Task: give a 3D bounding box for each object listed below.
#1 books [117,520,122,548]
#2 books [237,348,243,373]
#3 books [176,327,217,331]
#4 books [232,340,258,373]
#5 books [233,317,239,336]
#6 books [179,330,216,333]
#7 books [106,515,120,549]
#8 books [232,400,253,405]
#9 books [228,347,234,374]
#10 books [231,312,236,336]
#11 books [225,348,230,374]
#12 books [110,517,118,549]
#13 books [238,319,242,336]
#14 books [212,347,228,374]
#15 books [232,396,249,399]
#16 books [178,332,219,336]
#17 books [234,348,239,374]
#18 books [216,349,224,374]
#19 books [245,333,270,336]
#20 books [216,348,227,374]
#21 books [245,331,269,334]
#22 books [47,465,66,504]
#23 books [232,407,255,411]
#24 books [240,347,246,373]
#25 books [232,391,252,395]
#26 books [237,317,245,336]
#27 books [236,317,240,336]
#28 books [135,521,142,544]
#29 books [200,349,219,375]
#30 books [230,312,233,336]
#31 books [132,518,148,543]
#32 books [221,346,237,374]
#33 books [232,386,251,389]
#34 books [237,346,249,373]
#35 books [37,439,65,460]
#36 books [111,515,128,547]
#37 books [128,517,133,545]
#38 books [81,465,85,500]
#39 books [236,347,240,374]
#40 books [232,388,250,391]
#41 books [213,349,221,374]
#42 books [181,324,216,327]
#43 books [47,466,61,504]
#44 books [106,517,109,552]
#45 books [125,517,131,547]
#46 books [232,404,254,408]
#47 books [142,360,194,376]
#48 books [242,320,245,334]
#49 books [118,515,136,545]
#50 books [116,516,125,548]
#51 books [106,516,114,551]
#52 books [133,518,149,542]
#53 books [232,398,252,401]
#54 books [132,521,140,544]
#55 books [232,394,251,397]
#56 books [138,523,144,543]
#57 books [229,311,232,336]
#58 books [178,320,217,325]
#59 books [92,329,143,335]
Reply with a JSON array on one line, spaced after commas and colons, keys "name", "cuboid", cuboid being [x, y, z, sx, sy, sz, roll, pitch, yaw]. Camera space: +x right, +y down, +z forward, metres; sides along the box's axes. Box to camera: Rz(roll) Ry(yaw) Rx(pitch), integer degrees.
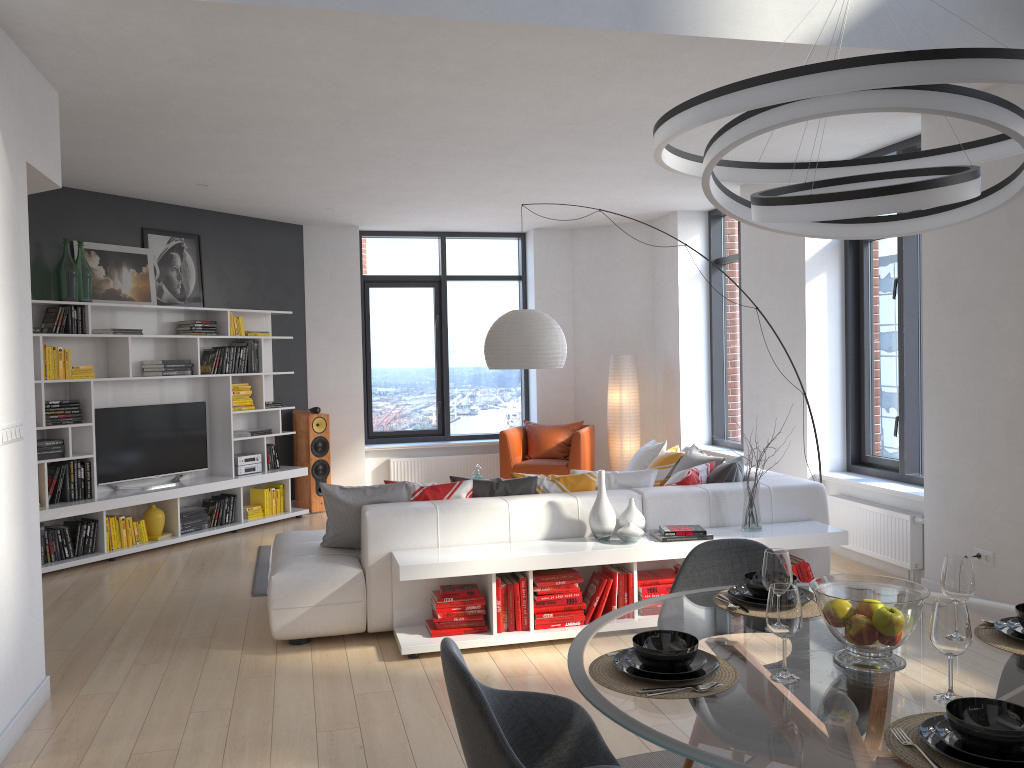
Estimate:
[{"name": "books", "cuboid": [-3.227, 1.210, 7.173, 0.156, 0.230, 0.042, 0, 2, 29]}, {"name": "books", "cuboid": [-2.625, -0.220, 8.379, 0.179, 0.243, 0.071, 0, 2, 30]}, {"name": "books", "cuboid": [-2.873, -0.501, 8.074, 0.214, 0.030, 0.284, 0, 2, 35]}, {"name": "books", "cuboid": [-2.573, -0.259, 8.544, 0.259, 0.321, 0.128, 0, 2, 31]}, {"name": "books", "cuboid": [-2.633, -0.537, 8.319, 0.132, 0.180, 0.054, 0, 2, 31]}, {"name": "books", "cuboid": [-2.857, -0.475, 8.061, 0.189, 0.020, 0.264, 0, 2, 30]}, {"name": "books", "cuboid": [-3.252, 1.192, 7.166, 0.202, 0.267, 0.038, 0, 2, 31]}, {"name": "books", "cuboid": [-2.630, 0.176, 8.447, 0.189, 0.042, 0.243, 0, 2, 31]}, {"name": "books", "cuboid": [-2.692, -0.219, 8.297, 0.191, 0.249, 0.084, 0, 2, 31]}, {"name": "books", "cuboid": [-2.668, -0.558, 8.303, 0.164, 0.224, 0.054, 0, 2, 30]}, {"name": "books", "cuboid": [-2.707, -0.213, 8.263, 0.179, 0.243, 0.068, 0, 2, 30]}, {"name": "books", "cuboid": [-3.269, 1.196, 7.140, 0.198, 0.258, 0.066, 0, 2, 31]}, {"name": "books", "cuboid": [-2.597, -0.528, 8.343, 0.108, 0.161, 0.046, 0, 2, 30]}, {"name": "books", "cuboid": [-2.726, -0.219, 8.243, 0.192, 0.254, 0.075, 0, 2, 30]}, {"name": "books", "cuboid": [-2.632, 0.130, 8.432, 0.145, 0.023, 0.217, 0, 2, 35]}, {"name": "books", "cuboid": [-2.853, -0.450, 8.061, 0.214, 0.030, 0.284, 0, 2, 35]}, {"name": "books", "cuboid": [-2.639, -0.216, 8.331, 0.172, 0.242, 0.069, 0, 2, 32]}, {"name": "books", "cuboid": [-2.744, -0.206, 8.187, 0.169, 0.233, 0.081, 0, 2, 30]}, {"name": "books", "cuboid": [-2.510, -0.472, 8.593, 0.194, 0.028, 0.257, 0, 2, 36]}, {"name": "books", "cuboid": [-2.716, -0.211, 8.210, 0.172, 0.242, 0.069, 0, 2, 32]}, {"name": "books", "cuboid": [-2.519, -0.497, 8.594, 0.203, 0.024, 0.257, 0, 2, 34]}, {"name": "books", "cuboid": [-3.561, 0.775, 6.868, 0.210, 0.289, 0.100, 0, 2, 30]}, {"name": "books", "cuboid": [-2.616, 0.234, 8.444, 0.194, 0.028, 0.257, 0, 2, 36]}, {"name": "books", "cuboid": [-2.616, -0.224, 8.418, 0.191, 0.249, 0.084, 0, 2, 31]}, {"name": "books", "cuboid": [-2.634, 0.084, 8.458, 0.176, 0.033, 0.239, 0, 2, 34]}, {"name": "books", "cuboid": [-2.597, -0.541, 8.370, 0.141, 0.184, 0.064, 0, 2, 32]}, {"name": "books", "cuboid": [-2.616, -0.537, 8.333, 0.128, 0.178, 0.044, 0, 2, 31]}, {"name": "books", "cuboid": [-3.125, 1.223, 7.330, 0.134, 0.187, 0.046, 0, 2, 31]}, {"name": "books", "cuboid": [-2.786, -0.204, 8.136, 0.182, 0.234, 0.104, 0, 2, 31]}, {"name": "books", "cuboid": [-2.676, -0.557, 8.273, 0.163, 0.224, 0.041, 0, 2, 29]}, {"name": "books", "cuboid": [-3.104, 1.218, 7.370, 0.148, 0.193, 0.067, 0, 2, 32]}, {"name": "books", "cuboid": [-2.675, -0.225, 8.326, 0.197, 0.260, 0.066, 0, 2, 31]}, {"name": "books", "cuboid": [-2.633, 0.032, 8.457, 0.163, 0.023, 0.223, 0, 2, 35]}, {"name": "books", "cuboid": [-2.599, -0.230, 8.447, 0.197, 0.260, 0.066, 0, 2, 31]}, {"name": "books", "cuboid": [-3.651, 0.504, 6.769, 0.277, 0.137, 0.343, 0, 2, 31]}, {"name": "books", "cuboid": [-3.216, 1.196, 7.220, 0.185, 0.252, 0.055, 0, 2, 30]}, {"name": "books", "cuboid": [-3.187, 1.202, 7.268, 0.171, 0.235, 0.043, 0, 2, 29]}, {"name": "books", "cuboid": [-3.464, 0.776, 7.035, 0.200, 0.272, 0.028, 0, 2, 31]}, {"name": "books", "cuboid": [-2.650, -0.224, 8.364, 0.192, 0.254, 0.075, 0, 2, 30]}, {"name": "books", "cuboid": [-2.640, 0.056, 8.453, 0.227, 0.022, 0.160, -3, 2, -43]}, {"name": "books", "cuboid": [-2.772, -0.204, 8.167, 0.187, 0.234, 0.096, 0, 2, 31]}, {"name": "books", "cuboid": [-2.849, -0.529, 8.062, 0.180, 0.026, 0.246, 0, 2, 34]}, {"name": "books", "cuboid": [-3.603, 0.779, 6.833, 0.232, 0.284, 0.142, 0, 2, 31]}, {"name": "books", "cuboid": [-3.285, 1.193, 7.063, 0.204, 0.270, 0.029, 0, 2, 31]}, {"name": "books", "cuboid": [-3.183, 1.201, 7.237, 0.169, 0.240, 0.043, 0, 2, 30]}, {"name": "books", "cuboid": [-2.626, 0.209, 8.445, 0.203, 0.024, 0.257, 0, 2, 34]}, {"name": "books", "cuboid": [-3.027, -0.141, 7.801, 0.277, 0.137, 0.343, 0, 2, 26]}, {"name": "books", "cuboid": [-2.592, -0.543, 8.394, 0.142, 0.184, 0.044, 0, 2, 32]}, {"name": "books", "cuboid": [-3.179, 1.201, 7.299, 0.172, 0.235, 0.056, 0, 2, 30]}, {"name": "books", "cuboid": [-3.220, 1.196, 7.193, 0.180, 0.252, 0.041, 0, 2, 31]}, {"name": "books", "cuboid": [-3.283, 1.191, 7.106, 0.213, 0.271, 0.048, 0, 2, 31]}, {"name": "books", "cuboid": [-3.099, 1.217, 7.395, 0.149, 0.193, 0.046, 0, 2, 32]}, {"name": "books", "cuboid": [-2.644, 0.147, 8.451, 0.189, 0.014, 0.251, 0, 2, 34]}, {"name": "books", "cuboid": [-3.142, 1.223, 7.316, 0.138, 0.188, 0.056, 0, 2, 31]}, {"name": "books", "cuboid": [-2.641, 0.110, 8.451, 0.171, 0.019, 0.239, 0, 2, 31]}, {"name": "books", "cuboid": [-3.104, 1.232, 7.341, 0.113, 0.169, 0.049, 0, 2, 30]}, {"name": "books", "cuboid": [-2.672, -0.558, 8.244, 0.161, 0.229, 0.041, 0, 2, 30]}, {"name": "books", "cuboid": [-2.861, -0.556, 8.064, 0.209, 0.030, 0.266, 0, 2, 25]}, {"name": "books", "cuboid": [-3.273, -0.429, 7.358, 0.250, 0.047, 0.310, 0, 2, 27]}]
